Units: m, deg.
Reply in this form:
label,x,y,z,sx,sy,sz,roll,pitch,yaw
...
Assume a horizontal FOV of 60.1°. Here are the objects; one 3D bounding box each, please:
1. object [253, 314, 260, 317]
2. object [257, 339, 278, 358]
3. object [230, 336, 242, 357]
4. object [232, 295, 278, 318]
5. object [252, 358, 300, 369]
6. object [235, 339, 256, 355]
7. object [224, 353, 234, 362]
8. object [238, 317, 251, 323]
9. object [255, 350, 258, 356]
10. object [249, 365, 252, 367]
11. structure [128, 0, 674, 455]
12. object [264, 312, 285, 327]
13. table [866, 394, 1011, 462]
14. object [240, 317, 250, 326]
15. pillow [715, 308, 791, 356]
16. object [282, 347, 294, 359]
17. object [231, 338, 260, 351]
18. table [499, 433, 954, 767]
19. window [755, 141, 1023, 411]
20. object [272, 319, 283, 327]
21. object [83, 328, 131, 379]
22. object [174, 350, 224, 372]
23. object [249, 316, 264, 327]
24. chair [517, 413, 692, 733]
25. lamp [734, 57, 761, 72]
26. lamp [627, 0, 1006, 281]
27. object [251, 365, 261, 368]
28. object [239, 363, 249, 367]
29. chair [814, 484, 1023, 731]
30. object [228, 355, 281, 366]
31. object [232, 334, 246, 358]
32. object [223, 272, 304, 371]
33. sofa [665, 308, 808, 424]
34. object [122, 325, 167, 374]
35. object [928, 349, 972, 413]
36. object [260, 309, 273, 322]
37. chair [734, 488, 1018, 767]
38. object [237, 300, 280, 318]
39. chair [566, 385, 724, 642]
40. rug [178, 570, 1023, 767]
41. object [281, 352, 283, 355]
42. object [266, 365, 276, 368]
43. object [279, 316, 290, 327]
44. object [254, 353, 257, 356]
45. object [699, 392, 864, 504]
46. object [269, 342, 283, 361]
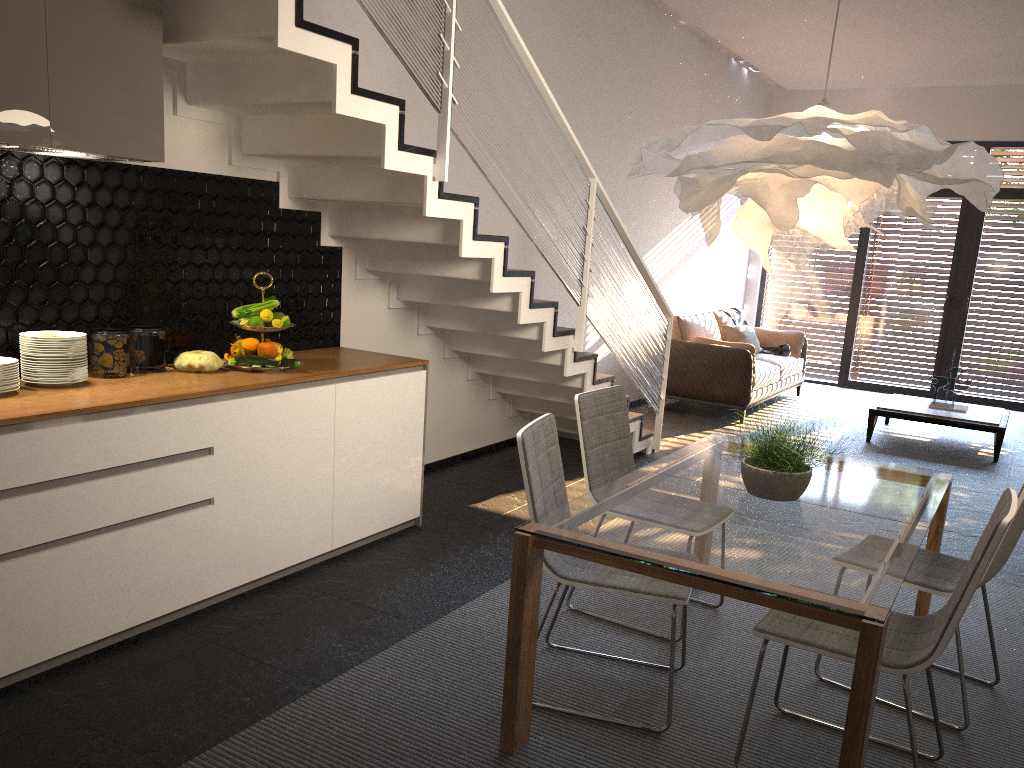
label,x,y,z,sx,sy,sz,roll,pitch,yaw
object,-1.134,-0.279,3.934,0.066,0.061,0.063,12,14,38
object,-1.066,-0.153,3.863,0.086,0.094,0.085,11,13,34
object,-1.209,-0.161,3.990,0.111,0.112,0.112,5,11,6
object,-1.122,-0.337,3.886,0.210,0.102,0.066,-6,15,-44
object,-1.037,-0.096,3.884,0.239,0.049,0.061,6,11,11
object,-1.175,-0.157,3.911,0.089,0.079,0.087,-1,12,-24
object,-1.216,-0.109,3.888,0.090,0.051,0.067,3,10,-3
object,-1.144,-0.268,3.871,0.100,0.062,0.075,6,11,12
object,-1.072,-0.113,3.974,0.228,0.077,0.069,7,11,21
object,-1.141,-0.074,3.895,0.067,0.015,0.064,3,9,-4
structure,0.213,-2.971,1.716,4.216,8.401,8.406,11,13,30
object,-1.052,-0.281,3.939,0.101,0.079,0.095,9,12,25
table,3.811,0.361,7.899,1.045,0.310,1.108,9,11,30
object,-1.146,-0.262,3.821,0.052,0.051,0.049,-6,14,-41
pillow,2.435,-0.462,9.699,1.016,0.716,0.947,-3,13,-35
object,-1.021,-0.126,4.001,0.076,0.073,0.150,0,11,-22
object,-1.147,-0.170,3.826,0.059,0.056,0.126,10,12,31
table,0.870,0.738,3.127,0.993,0.722,1.788,10,11,30
window,5.212,-1.294,10.220,4.921,3.062,0.456,10,13,29
object,-1.014,-0.261,3.831,0.048,0.041,0.044,2,11,-9
object,-1.592,-0.122,3.490,0.172,0.186,0.170,2,11,-11
object,-1.326,-0.098,3.746,0.188,0.084,0.196,12,13,39
object,-1.102,-0.264,3.817,0.065,0.060,0.062,9,12,26
chair,0.317,0.613,3.026,0.600,0.930,0.471,7,12,16
lamp,2.624,-3.473,9.580,0.252,0.067,0.641,9,11,30
lamp,1.116,-2.905,2.355,1.110,5.271,1.057,14,16,40
object,-1.103,-0.073,3.821,0.041,0.017,0.043,-2,11,-29
object,-1.145,-0.080,3.784,0.042,0.020,0.042,2,10,-8
chair,1.516,0.669,3.179,0.598,0.930,0.473,13,15,39
object,-1.111,-0.101,3.824,0.217,0.045,0.053,2,11,-13
object,-1.171,-0.163,3.811,0.061,0.122,0.124,-2,12,-27
object,-1.096,-0.279,3.893,0.351,0.430,0.349,9,12,23
sofa,2.328,-0.266,9.216,0.989,0.929,2.306,10,11,30
object,-1.513,-0.144,3.652,0.172,0.186,0.170,5,11,7
object,1.135,-1.674,4.255,0.363,4.524,8.870,15,14,41
object,-1.065,-0.297,3.845,0.068,0.059,0.070,10,12,29
chair,1.059,0.732,2.603,0.599,0.930,0.472,10,13,30
object,-1.096,-0.325,3.837,0.180,0.082,0.056,-2,13,-30
chair,0.578,0.516,3.729,0.598,0.930,0.472,11,14,32
rug,0.860,1.085,3.214,2.361,0.006,3.663,9,11,30
object,-1.074,-0.125,3.993,0.085,0.057,0.087,0,11,-19
object,-1.046,-0.074,3.837,0.042,0.014,0.043,12,12,40
object,-1.002,-0.272,3.884,0.058,0.055,0.059,-1,12,-25
object,-1.168,-0.108,3.939,0.071,0.066,0.068,-2,12,-30
object,0.924,0.222,3.018,0.529,0.371,0.663,9,11,25
object,-1.041,-0.143,3.885,0.079,0.077,0.152,-1,11,-25
